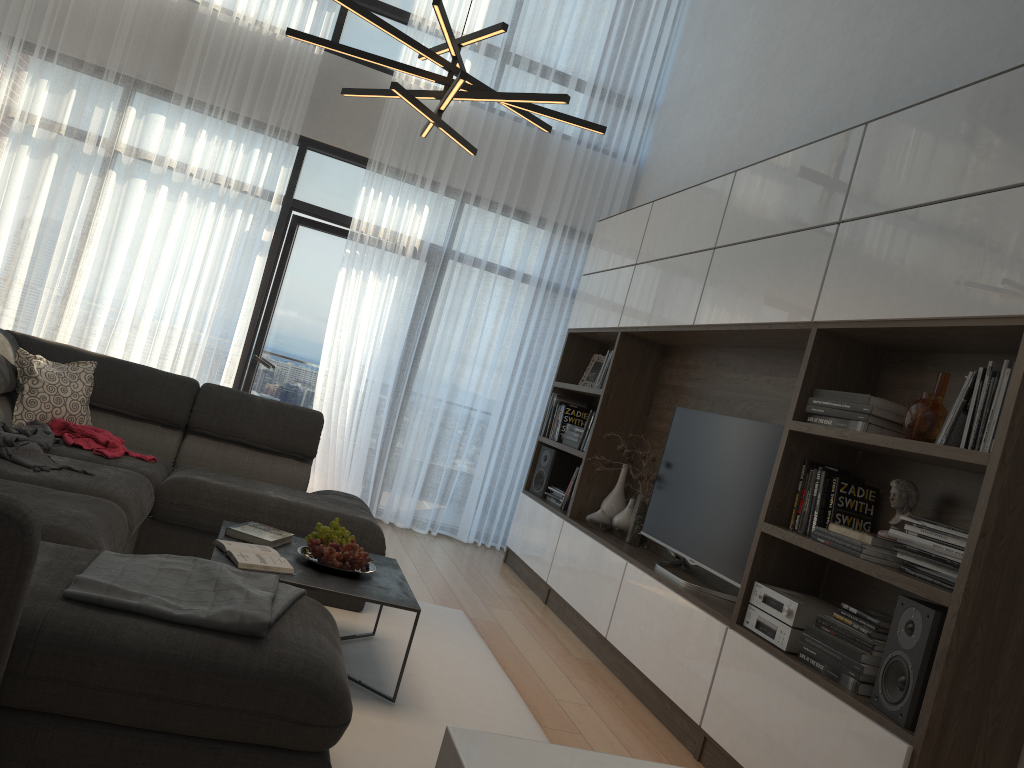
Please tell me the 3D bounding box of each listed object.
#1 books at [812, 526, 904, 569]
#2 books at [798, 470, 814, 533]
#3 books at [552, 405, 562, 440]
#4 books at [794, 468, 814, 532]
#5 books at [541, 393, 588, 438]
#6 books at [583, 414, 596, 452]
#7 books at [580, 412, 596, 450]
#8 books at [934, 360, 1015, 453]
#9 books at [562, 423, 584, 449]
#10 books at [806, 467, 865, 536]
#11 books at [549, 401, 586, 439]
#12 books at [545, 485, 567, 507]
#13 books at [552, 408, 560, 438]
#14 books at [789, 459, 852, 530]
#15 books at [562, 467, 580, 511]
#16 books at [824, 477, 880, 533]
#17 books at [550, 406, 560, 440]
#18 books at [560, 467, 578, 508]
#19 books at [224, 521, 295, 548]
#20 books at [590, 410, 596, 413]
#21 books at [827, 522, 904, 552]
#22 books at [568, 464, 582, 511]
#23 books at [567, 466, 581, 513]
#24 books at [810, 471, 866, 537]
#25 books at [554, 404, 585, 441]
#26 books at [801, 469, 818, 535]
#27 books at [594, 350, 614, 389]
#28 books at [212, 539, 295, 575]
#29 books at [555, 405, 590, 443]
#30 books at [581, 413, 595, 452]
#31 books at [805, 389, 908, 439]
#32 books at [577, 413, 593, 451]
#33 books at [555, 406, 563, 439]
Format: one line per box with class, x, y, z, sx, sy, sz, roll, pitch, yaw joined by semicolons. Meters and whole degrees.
books;1.179;0.550;2.941;0.250;0.047;0.310;16;-1;-9
books;1.157;0.453;3.273;0.170;0.236;0.049;16;-1;-14
books;0.377;0.282;5.997;0.169;0.242;0.050;16;-1;-15
books;1.158;0.453;3.298;0.189;0.240;0.053;16;-1;-14
books;0.366;0.246;6.166;0.259;0.321;0.128;16;-1;-15
books;0.561;0.318;5.372;0.191;0.249;0.084;16;-1;-15
books;0.547;0.313;5.435;0.192;0.254;0.075;16;-1;-16
books;1.459;0.092;2.593;0.201;0.287;0.332;16;-1;-15
books;0.501;0.366;5.714;0.277;0.137;0.343;16;-1;-15
books;1.176;0.448;3.225;0.193;0.255;0.066;16;-1;-15
books;0.378;0.271;6.077;0.202;0.268;0.053;16;-1;-15
books;0.345;0.751;5.827;0.204;0.099;0.325;16;-1;-15
books;0.377;0.286;6.020;0.170;0.236;0.049;16;-1;-14
books;1.158;0.437;3.330;0.202;0.268;0.053;16;-1;-15
books;0.460;0.680;5.565;0.210;0.289;0.100;16;-1;-16
books;1.211;0.467;3.169;0.179;0.233;0.077;16;-1;-15
books;0.378;0.286;6.045;0.189;0.240;0.053;16;-1;-14
books;0.463;0.685;5.619;0.232;0.284;0.142;16;-1;-15
books;-0.944;0.566;3.331;0.179;0.029;0.225;16;-1;8
books;0.539;0.309;5.480;0.197;0.260;0.066;16;-1;-15
books;1.218;0.520;2.940;0.266;0.030;0.209;16;-1;-21
books;0.494;0.675;5.473;0.237;0.314;0.034;16;-1;-15
books;0.479;0.680;5.502;0.213;0.301;0.028;16;-1;-15
books;1.174;0.453;3.194;0.177;0.242;0.066;16;-1;-15
books;0.396;0.281;5.972;0.193;0.255;0.066;16;-1;-15
books;1.157;0.448;3.250;0.169;0.242;0.050;16;-1;-15
books;0.697;-0.072;5.638;0.185;0.299;0.367;16;-1;-15
books;-0.877;0.582;3.013;0.199;0.025;0.294;17;-1;-35
books;0.408;0.285;5.908;0.191;0.249;0.083;16;-1;-15
books;0.540;0.315;5.406;0.179;0.243;0.071;16;-1;-16
books;1.274;0.127;3.187;0.277;0.137;0.343;16;-1;-20
books;0.515;0.312;5.452;0.172;0.242;0.069;16;-1;-14
books;0.394;0.286;5.941;0.177;0.242;0.066;16;-1;-15
